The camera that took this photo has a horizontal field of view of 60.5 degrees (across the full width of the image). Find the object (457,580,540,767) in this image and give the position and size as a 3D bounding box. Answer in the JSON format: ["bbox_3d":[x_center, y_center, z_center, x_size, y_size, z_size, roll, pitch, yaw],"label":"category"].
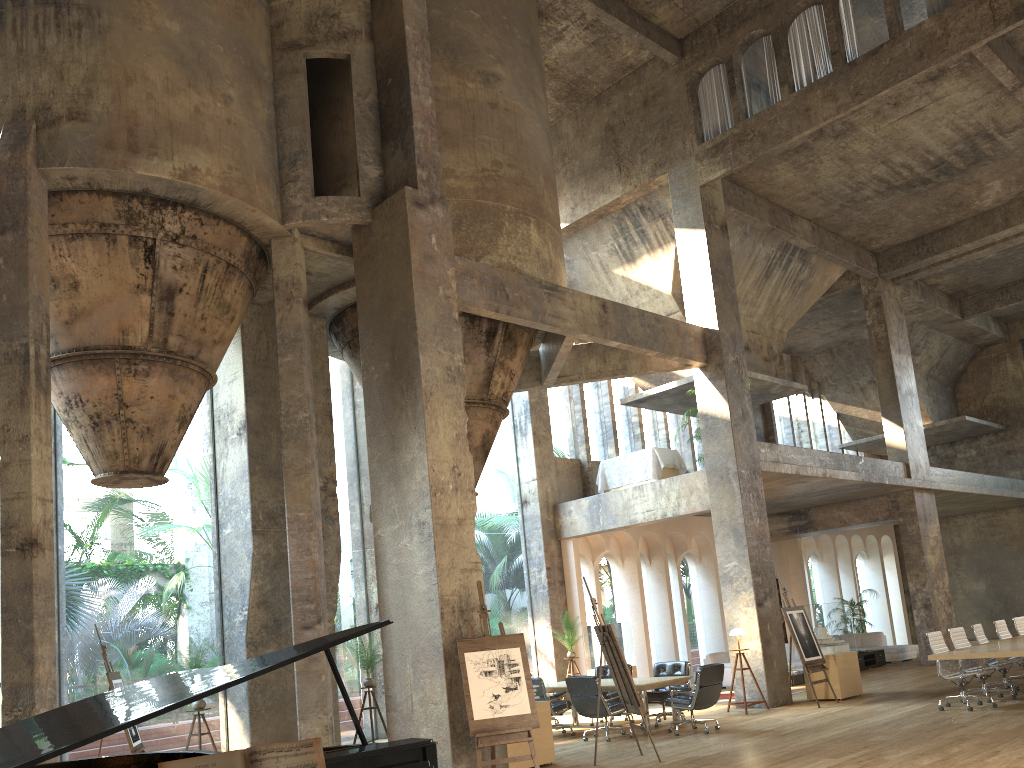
[{"bbox_3d":[-0.158,2.988,8.685,0.700,2.099,0.700,-3,-10,-18],"label":"object"}]

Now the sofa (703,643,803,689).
[{"bbox_3d":[5.673,5.999,18.846,2.943,0.705,2.106,9,-21,-42],"label":"sofa"}]

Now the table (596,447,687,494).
[{"bbox_3d":[2.566,1.808,17.601,1.121,0.783,1.785,7,-19,-42],"label":"table"}]

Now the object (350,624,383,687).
[{"bbox_3d":[-2.095,3.943,12.805,0.691,0.918,0.876,4,-15,-40],"label":"object"}]

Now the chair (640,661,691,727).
[{"bbox_3d":[2.264,4.631,13.158,0.742,0.872,0.828,-15,-15,39],"label":"chair"}]

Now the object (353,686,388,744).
[{"bbox_3d":[-2.054,4.909,12.832,0.657,0.950,0.585,-4,-11,-8],"label":"object"}]

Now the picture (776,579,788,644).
[{"bbox_3d":[6.614,5.928,22.715,1.510,1.731,0.070,6,-14,-43],"label":"picture"}]

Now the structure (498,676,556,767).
[{"bbox_3d":[-0.057,3.976,10.285,0.739,0.992,0.757,5,-15,-43],"label":"structure"}]

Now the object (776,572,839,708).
[{"bbox_3d":[4.542,4.003,13.855,0.705,2.099,0.696,4,-13,-44],"label":"object"}]

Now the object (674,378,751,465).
[{"bbox_3d":[3.777,0.790,16.218,1.360,1.768,1.432,3,-14,-37],"label":"object"}]

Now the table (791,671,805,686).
[{"bbox_3d":[5.642,6.013,17.943,1.116,0.198,0.806,9,-21,-42],"label":"table"}]

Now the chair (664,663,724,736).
[{"bbox_3d":[2.443,4.259,11.905,0.835,0.872,0.735,-16,-16,41],"label":"chair"}]

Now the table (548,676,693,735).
[{"bbox_3d":[1.407,4.766,13.011,1.110,0.683,2.460,7,-20,-42],"label":"table"}]

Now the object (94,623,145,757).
[{"bbox_3d":[-4.525,3.815,10.137,0.683,2.099,0.718,-3,-10,-15],"label":"object"}]

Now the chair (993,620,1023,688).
[{"bbox_3d":[7.908,4.139,13.558,0.667,1.002,0.714,3,-14,-38],"label":"chair"}]

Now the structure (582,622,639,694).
[{"bbox_3d":[1.876,5.315,16.621,0.746,1.513,0.605,4,-13,-43],"label":"structure"}]

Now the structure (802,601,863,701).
[{"bbox_3d":[5.204,4.381,14.440,0.746,1.513,0.605,4,-13,-43],"label":"structure"}]

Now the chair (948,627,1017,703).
[{"bbox_3d":[6.604,3.916,12.332,0.666,1.002,0.714,2,-13,-35],"label":"chair"}]

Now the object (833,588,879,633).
[{"bbox_3d":[9.097,6.390,23.354,1.360,1.772,1.432,3,-14,-37],"label":"object"}]

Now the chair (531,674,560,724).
[{"bbox_3d":[0.392,5.074,14.093,0.835,0.872,0.735,-16,-15,39],"label":"chair"}]

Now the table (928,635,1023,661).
[{"bbox_3d":[8.727,4.120,13.298,7.753,0.741,1.633,10,-21,-43],"label":"table"}]

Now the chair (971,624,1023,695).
[{"bbox_3d":[7.224,4.025,12.924,0.669,1.002,0.712,5,-15,-44],"label":"chair"}]

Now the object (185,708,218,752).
[{"bbox_3d":[-3.834,4.577,11.057,0.669,0.950,0.575,-15,-14,39],"label":"object"}]

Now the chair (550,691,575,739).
[{"bbox_3d":[0.496,4.718,12.872,0.825,0.872,0.744,6,-16,-42],"label":"chair"}]

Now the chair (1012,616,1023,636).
[{"bbox_3d":[8.553,4.247,14.158,0.666,1.002,0.714,2,-13,-35],"label":"chair"}]

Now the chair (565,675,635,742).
[{"bbox_3d":[1.252,4.420,12.072,0.823,0.872,0.746,3,-15,-36],"label":"chair"}]

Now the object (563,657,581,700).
[{"bbox_3d":[1.167,5.688,16.667,0.660,0.950,0.582,-7,-11,10],"label":"object"}]

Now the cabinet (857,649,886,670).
[{"bbox_3d":[7.914,6.244,19.830,1.569,0.361,0.403,9,-19,-43],"label":"cabinet"}]

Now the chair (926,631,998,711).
[{"bbox_3d":[5.998,3.800,11.716,0.667,1.002,0.714,3,-14,-38],"label":"chair"}]

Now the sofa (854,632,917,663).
[{"bbox_3d":[8.740,6.521,21.720,1.077,0.704,2.110,7,-20,-42],"label":"sofa"}]

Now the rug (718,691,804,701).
[{"bbox_3d":[4.024,5.822,16.390,1.352,0.009,2.514,9,-21,-41],"label":"rug"}]

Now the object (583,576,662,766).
[{"bbox_3d":[1.150,3.250,10.052,0.683,2.099,0.718,-4,-9,-12],"label":"object"}]

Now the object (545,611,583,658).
[{"bbox_3d":[1.032,4.788,16.844,0.698,0.918,0.867,-14,-14,36],"label":"object"}]

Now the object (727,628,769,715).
[{"bbox_3d":[3.521,4.483,13.752,0.661,1.268,0.581,4,-14,-43],"label":"object"}]

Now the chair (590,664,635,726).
[{"bbox_3d":[1.557,4.897,13.861,0.734,0.872,0.836,-10,-13,19],"label":"chair"}]

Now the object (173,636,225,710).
[{"bbox_3d":[-3.904,3.644,11.138,0.858,0.919,0.705,0,-12,-23],"label":"object"}]

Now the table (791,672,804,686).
[{"bbox_3d":[5.371,5.946,17.693,0.372,0.240,0.877,7,-20,-42],"label":"table"}]
